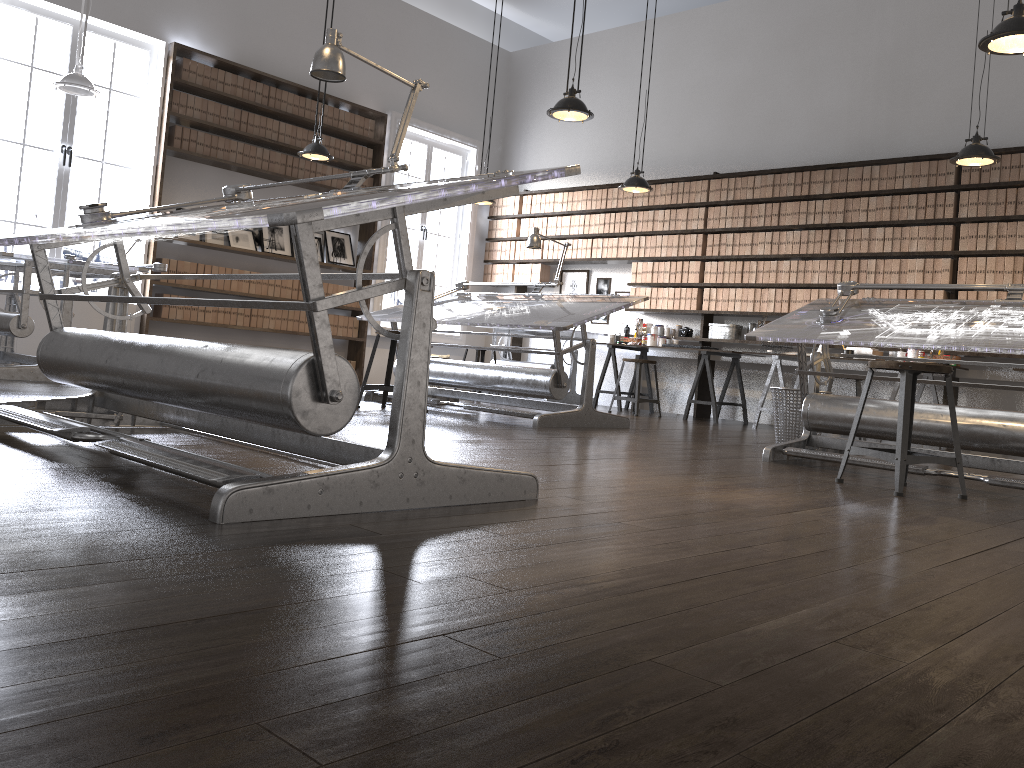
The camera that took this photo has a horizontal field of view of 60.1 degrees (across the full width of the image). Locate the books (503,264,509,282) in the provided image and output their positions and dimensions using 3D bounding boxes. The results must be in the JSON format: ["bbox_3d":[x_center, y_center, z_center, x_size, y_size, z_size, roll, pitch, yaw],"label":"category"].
[{"bbox_3d":[-0.019,-1.333,10.767,0.067,0.226,0.174,4,-1,43],"label":"books"}]

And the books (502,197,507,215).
[{"bbox_3d":[-0.037,-2.169,10.886,0.067,0.226,0.174,4,-1,43],"label":"books"}]

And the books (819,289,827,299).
[{"bbox_3d":[2.858,-0.741,8.059,0.067,0.226,0.174,4,-1,43],"label":"books"}]

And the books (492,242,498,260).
[{"bbox_3d":[-0.149,-1.626,10.928,0.067,0.226,0.174,4,-1,43],"label":"books"}]

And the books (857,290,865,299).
[{"bbox_3d":[3.111,-0.713,7.825,0.067,0.226,0.174,4,-1,43],"label":"books"}]

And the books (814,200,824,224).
[{"bbox_3d":[2.858,-1.563,8.148,0.067,0.226,0.174,4,-1,43],"label":"books"}]

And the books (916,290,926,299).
[{"bbox_3d":[3.475,-0.673,7.488,0.067,0.226,0.174,4,-1,43],"label":"books"}]

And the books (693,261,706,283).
[{"bbox_3d":[1.918,-1.118,8.961,0.067,0.226,0.174,4,-1,43],"label":"books"}]

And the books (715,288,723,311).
[{"bbox_3d":[2.097,-0.825,8.774,0.067,0.226,0.174,4,-1,43],"label":"books"}]

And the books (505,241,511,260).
[{"bbox_3d":[0.006,-1.609,10.776,0.067,0.226,0.174,4,-1,43],"label":"books"}]

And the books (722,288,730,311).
[{"bbox_3d":[2.147,-0.820,8.725,0.067,0.226,0.174,4,-1,43],"label":"books"}]

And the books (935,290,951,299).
[{"bbox_3d":[3.585,-0.660,7.381,0.067,0.226,0.174,4,-1,43],"label":"books"}]

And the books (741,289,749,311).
[{"bbox_3d":[2.297,-0.803,8.585,0.067,0.226,0.174,4,-1,43],"label":"books"}]

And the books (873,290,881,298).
[{"bbox_3d":[3.210,-0.702,7.735,0.067,0.226,0.174,4,-1,43],"label":"books"}]

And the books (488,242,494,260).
[{"bbox_3d":[-0.201,-1.632,10.976,0.067,0.226,0.174,4,-1,43],"label":"books"}]

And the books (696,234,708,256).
[{"bbox_3d":[1.945,-1.394,8.976,0.067,0.226,0.174,4,-1,43],"label":"books"}]

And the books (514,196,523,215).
[{"bbox_3d":[0.116,-2.152,10.738,0.067,0.226,0.174,4,-1,43],"label":"books"}]

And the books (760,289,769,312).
[{"bbox_3d":[2.447,-0.787,8.446,0.067,0.226,0.174,4,-1,43],"label":"books"}]

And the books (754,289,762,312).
[{"bbox_3d":[2.396,-0.792,8.494,0.067,0.226,0.174,4,-1,43],"label":"books"}]

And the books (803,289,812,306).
[{"bbox_3d":[2.750,-0.753,8.155,0.067,0.226,0.174,4,-1,43],"label":"books"}]

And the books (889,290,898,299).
[{"bbox_3d":[3.311,-0.691,7.635,0.067,0.226,0.174,4,-1,43],"label":"books"}]

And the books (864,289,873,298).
[{"bbox_3d":[3.157,-0.708,7.776,0.067,0.226,0.174,4,-1,43],"label":"books"}]

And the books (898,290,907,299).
[{"bbox_3d":[3.366,-0.685,7.590,0.067,0.226,0.174,4,-1,43],"label":"books"}]

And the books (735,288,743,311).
[{"bbox_3d":[2.250,-0.808,8.626,0.067,0.226,0.174,4,-1,43],"label":"books"}]

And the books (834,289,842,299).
[{"bbox_3d":[2.961,-0.730,7.966,0.067,0.226,0.174,4,-1,43],"label":"books"}]

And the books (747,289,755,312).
[{"bbox_3d":[2.342,-0.798,8.536,0.067,0.226,0.174,4,-1,43],"label":"books"}]

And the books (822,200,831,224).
[{"bbox_3d":[2.912,-1.556,8.100,0.067,0.226,0.174,4,-1,43],"label":"books"}]

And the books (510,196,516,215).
[{"bbox_3d":[0.062,-2.158,10.786,0.067,0.226,0.174,4,-1,43],"label":"books"}]

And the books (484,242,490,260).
[{"bbox_3d":[-0.254,-1.638,11.017,0.067,0.226,0.174,4,-1,43],"label":"books"}]

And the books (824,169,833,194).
[{"bbox_3d":[2.932,-1.834,8.113,0.067,0.226,0.174,4,-1,43],"label":"books"}]

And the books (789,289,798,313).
[{"bbox_3d":[2.660,-0.763,8.248,0.067,0.226,0.174,4,-1,43],"label":"books"}]

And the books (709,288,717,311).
[{"bbox_3d":[2.043,-0.831,8.818,0.067,0.226,0.174,4,-1,43],"label":"books"}]

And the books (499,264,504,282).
[{"bbox_3d":[-0.072,-1.338,10.816,0.067,0.226,0.174,4,-1,43],"label":"books"}]

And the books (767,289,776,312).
[{"bbox_3d":[2.496,-0.781,8.394,0.067,0.226,0.174,4,-1,43],"label":"books"}]

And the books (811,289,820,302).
[{"bbox_3d":[2.803,-0.747,8.106,0.067,0.226,0.174,4,-1,43],"label":"books"}]

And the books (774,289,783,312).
[{"bbox_3d":[2.552,-0.775,8.349,0.067,0.226,0.174,4,-1,43],"label":"books"}]

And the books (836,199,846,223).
[{"bbox_3d":[3.005,-1.546,8.009,0.067,0.226,0.174,4,-1,43],"label":"books"}]

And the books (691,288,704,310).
[{"bbox_3d":[1.892,-0.848,8.957,0.067,0.226,0.174,4,-1,43],"label":"books"}]

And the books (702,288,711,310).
[{"bbox_3d":[1.988,-0.837,8.865,0.067,0.226,0.174,4,-1,43],"label":"books"}]

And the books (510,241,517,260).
[{"bbox_3d":[0.064,-1.603,10.730,0.067,0.226,0.174,4,-1,43],"label":"books"}]

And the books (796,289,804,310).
[{"bbox_3d":[2.707,-0.758,8.201,0.067,0.226,0.174,4,-1,43],"label":"books"}]

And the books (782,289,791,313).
[{"bbox_3d":[2.603,-0.769,8.294,0.067,0.226,0.174,4,-1,43],"label":"books"}]

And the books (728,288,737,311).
[{"bbox_3d":[2.195,-0.814,8.674,0.067,0.226,0.174,4,-1,43],"label":"books"}]

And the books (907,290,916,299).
[{"bbox_3d":[3.417,-0.679,7.535,0.067,0.226,0.174,4,-1,43],"label":"books"}]

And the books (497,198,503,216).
[{"bbox_3d":[-0.090,-2.174,10.931,0.067,0.226,0.174,4,-1,43],"label":"books"}]

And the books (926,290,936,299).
[{"bbox_3d":[3.527,-0.667,7.433,0.067,0.226,0.174,4,-1,43],"label":"books"}]

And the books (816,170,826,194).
[{"bbox_3d":[2.877,-1.840,8.160,0.067,0.226,0.174,4,-1,43],"label":"books"}]

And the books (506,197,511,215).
[{"bbox_3d":[0.013,-2.163,10.837,0.067,0.226,0.174,4,-1,43],"label":"books"}]

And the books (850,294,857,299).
[{"bbox_3d":[3.064,-0.718,7.867,0.067,0.226,0.174,4,-1,43],"label":"books"}]

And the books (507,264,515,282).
[{"bbox_3d":[0.036,-1.327,10.720,0.067,0.226,0.174,4,-1,43],"label":"books"}]

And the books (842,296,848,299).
[{"bbox_3d":[3.010,-0.724,7.915,0.067,0.226,0.174,4,-1,43],"label":"books"}]

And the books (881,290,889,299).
[{"bbox_3d":[3.262,-0.696,7.686,0.067,0.226,0.174,4,-1,43],"label":"books"}]

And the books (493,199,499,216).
[{"bbox_3d":[-0.146,-2.180,10.977,0.067,0.226,0.174,4,-1,43],"label":"books"}]

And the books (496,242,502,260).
[{"bbox_3d":[-0.100,-1.621,10.876,0.067,0.226,0.174,4,-1,43],"label":"books"}]

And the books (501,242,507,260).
[{"bbox_3d":[-0.045,-1.615,10.831,0.067,0.226,0.174,4,-1,43],"label":"books"}]

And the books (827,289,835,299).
[{"bbox_3d":[2.912,-0.735,8.014,0.067,0.226,0.174,4,-1,43],"label":"books"}]
